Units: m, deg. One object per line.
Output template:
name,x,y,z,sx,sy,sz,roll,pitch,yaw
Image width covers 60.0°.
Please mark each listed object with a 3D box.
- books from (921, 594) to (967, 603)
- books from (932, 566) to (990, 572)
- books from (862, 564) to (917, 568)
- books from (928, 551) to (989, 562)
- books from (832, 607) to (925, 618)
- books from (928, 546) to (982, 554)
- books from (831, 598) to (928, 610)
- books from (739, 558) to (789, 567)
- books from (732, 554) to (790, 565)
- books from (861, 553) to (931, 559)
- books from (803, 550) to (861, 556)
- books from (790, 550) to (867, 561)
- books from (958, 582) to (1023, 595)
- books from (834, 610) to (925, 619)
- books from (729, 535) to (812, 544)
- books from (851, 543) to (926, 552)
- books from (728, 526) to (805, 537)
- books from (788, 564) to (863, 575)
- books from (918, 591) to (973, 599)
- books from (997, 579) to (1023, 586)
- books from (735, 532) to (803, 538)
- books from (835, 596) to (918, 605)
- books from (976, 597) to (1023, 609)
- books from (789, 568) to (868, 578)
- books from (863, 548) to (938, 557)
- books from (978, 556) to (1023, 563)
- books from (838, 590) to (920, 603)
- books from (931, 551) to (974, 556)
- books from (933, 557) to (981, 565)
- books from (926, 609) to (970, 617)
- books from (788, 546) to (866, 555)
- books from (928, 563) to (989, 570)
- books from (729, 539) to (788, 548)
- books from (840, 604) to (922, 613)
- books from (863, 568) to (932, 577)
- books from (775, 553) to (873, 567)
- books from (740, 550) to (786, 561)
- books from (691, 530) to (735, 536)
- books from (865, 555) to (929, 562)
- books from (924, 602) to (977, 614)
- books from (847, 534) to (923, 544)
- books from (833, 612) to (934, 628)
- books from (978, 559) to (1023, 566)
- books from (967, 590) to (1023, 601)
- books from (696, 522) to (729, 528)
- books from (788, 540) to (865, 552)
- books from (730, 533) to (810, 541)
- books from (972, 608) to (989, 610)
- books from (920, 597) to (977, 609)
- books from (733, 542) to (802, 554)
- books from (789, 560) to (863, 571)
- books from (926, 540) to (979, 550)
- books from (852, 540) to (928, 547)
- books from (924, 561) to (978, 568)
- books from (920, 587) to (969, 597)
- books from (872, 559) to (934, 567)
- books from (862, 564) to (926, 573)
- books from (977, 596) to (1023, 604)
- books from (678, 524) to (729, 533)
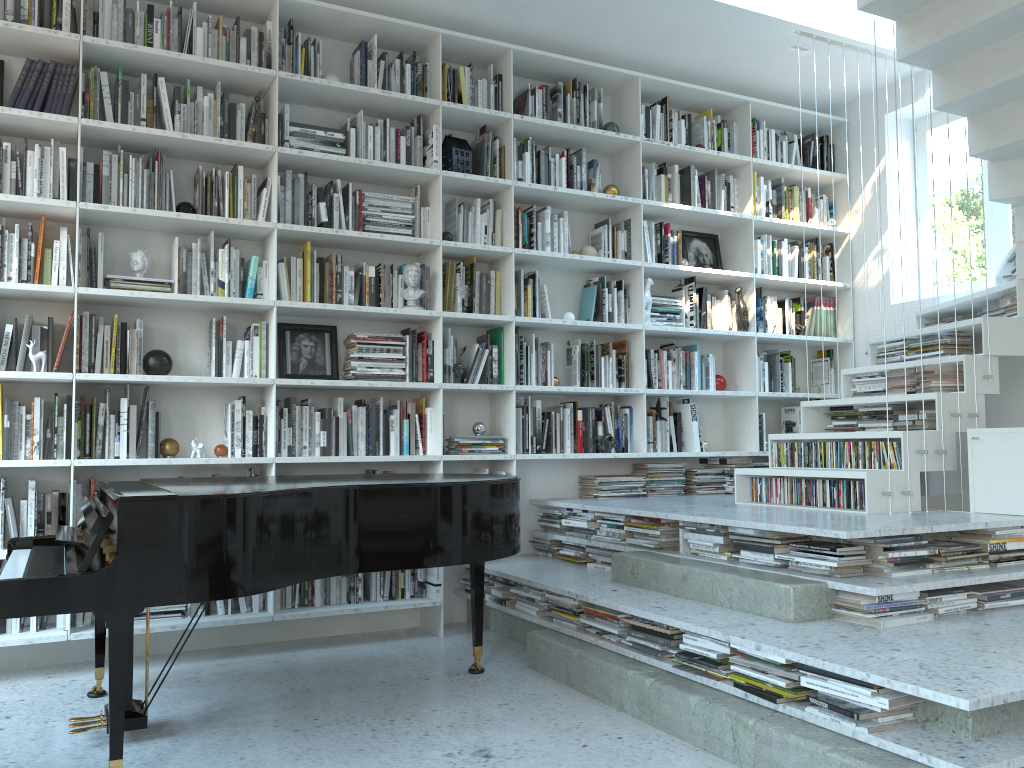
books,1.518,0.767,3.217,0.211,0.018,0.134,1,-4,-24
books,1.652,0.699,3.399,0.291,0.007,0.174,1,-4,-24
books,1.392,0.664,3.293,0.207,0.012,0.131,2,-5,-31
books,1.656,0.653,3.392,0.273,0.014,0.188,2,-5,-32
books,1.270,0.780,3.076,0.285,0.008,0.159,2,-5,-29
books,1.648,0.631,3.408,0.246,0.013,0.172,2,-5,-28
books,1.271,0.753,3.076,0.292,0.012,0.159,1,-4,-24
books,1.029,0.704,3.516,0.142,0.020,0.231,1,-4,-22
books,1.026,0.691,3.515,0.154,0.007,0.293,1,-4,-24
books,1.396,0.628,3.286,0.260,0.009,0.153,1,-4,-24
books,1.186,0.621,3.289,0.091,0.011,0.190,2,-5,-29
books,1.166,0.631,3.279,0.137,0.012,0.242,2,-5,-26
books,1.772,0.765,3.328,0.275,0.009,0.176,2,-5,-27
books,1.270,0.787,3.076,0.264,0.006,0.164,2,-5,-26
books,1.019,0.612,3.517,0.168,0.013,0.281,2,-5,-30
books,1.394,0.599,3.291,0.221,0.018,0.154,2,-5,-26
books,1.007,0.579,3.512,0.189,0.022,0.238,1,-4,-22
books,1.151,0.678,3.268,0.161,0.014,0.212,1,-4,-23
books,1.520,0.755,3.212,0.242,0.005,0.152,2,-5,-26
books,2.007,0.779,3.469,0.215,0.007,0.130,1,-5,-25
books,1.020,0.594,3.518,0.170,0.008,0.208,1,-4,-24
books,1.265,0.743,3.087,0.257,0.010,0.132,1,-4,-23
books,1.782,0.809,3.323,0.250,0.018,0.177,1,-4,-24
books,1.166,0.690,3.275,0.144,0.009,0.250,2,-5,-27
books,1.406,0.614,3.268,0.230,0.015,0.190,1,-4,-22
books,1.913,0.695,3.545,0.259,0.009,0.152,2,-5,-30
books,1.271,0.724,3.076,0.234,0.025,0.157,2,-5,-32
books,1.646,0.642,3.412,0.179,0.010,0.160,1,-5,-25
books,1.649,0.669,3.404,0.214,0.015,0.177,2,-5,-26
books,1.521,0.814,3.207,0.208,0.015,0.152,2,-5,-29
books,1.162,0.610,3.278,0.132,0.009,0.269,1,-4,-23
books,1.652,0.693,3.399,0.287,0.005,0.165,1,-4,-22
books,1.017,0.628,3.515,0.187,0.009,0.250,2,-5,-27
books,1.273,0.765,3.071,0.210,0.012,0.168,1,-4,-23
books,1.401,0.688,3.274,0.216,0.015,0.177,2,-5,-29
books,1.145,0.644,3.267,0.184,0.014,0.297,2,-5,-28
books,1.030,0.673,3.518,0.155,0.028,0.189,2,-5,-26
books,0.890,0.630,3.793,0.145,0.017,0.208,2,-5,-32
books,1.398,0.638,3.283,0.210,0.012,0.168,2,-5,-26
books,1.528,0.796,3.195,0.232,0.019,0.169,2,-5,-32
books,1.388,0.575,3.304,0.261,0.016,0.129,2,-5,-28
books,1.279,0.800,3.057,0.262,0.023,0.200,2,-5,-29
books,1.917,0.704,3.536,0.220,0.011,0.177,2,-5,-29
books,1.783,0.778,3.323,0.287,0.018,0.190,2,-5,-28
books,0.896,0.600,3.798,0.134,0.014,0.181,1,-4,-22
books,1.159,0.599,3.277,0.149,0.014,0.228,2,-5,-29
books,1.020,0.602,3.518,0.171,0.007,0.260,2,-5,-29
books,1.772,0.824,3.341,0.249,0.009,0.144,2,-5,-28
books,1.523,0.781,3.206,0.272,0.012,0.158,2,-5,-29
books,1.022,0.646,3.516,0.177,0.026,0.230,2,-5,-27
books,1.157,0.664,3.272,0.152,0.015,0.208,2,-5,-30
books,1.651,0.618,3.403,0.203,0.011,0.173,2,-5,-32
books,1.398,0.586,3.285,0.228,0.009,0.159,2,-5,-31
books,1.642,0.685,3.417,0.293,0.014,0.134,2,-5,-30
books,1.519,0.746,3.215,0.220,0.013,0.149,2,-5,-28
books,1.403,0.650,3.273,0.215,0.013,0.189,2,-5,-28
books,1.394,0.675,3.288,0.227,0.013,0.148,2,-5,-29
books,1.779,0.798,3.329,0.254,0.005,0.161,2,-5,-31
books,0.869,0.614,3.783,0.192,0.014,0.256,2,-5,-31
